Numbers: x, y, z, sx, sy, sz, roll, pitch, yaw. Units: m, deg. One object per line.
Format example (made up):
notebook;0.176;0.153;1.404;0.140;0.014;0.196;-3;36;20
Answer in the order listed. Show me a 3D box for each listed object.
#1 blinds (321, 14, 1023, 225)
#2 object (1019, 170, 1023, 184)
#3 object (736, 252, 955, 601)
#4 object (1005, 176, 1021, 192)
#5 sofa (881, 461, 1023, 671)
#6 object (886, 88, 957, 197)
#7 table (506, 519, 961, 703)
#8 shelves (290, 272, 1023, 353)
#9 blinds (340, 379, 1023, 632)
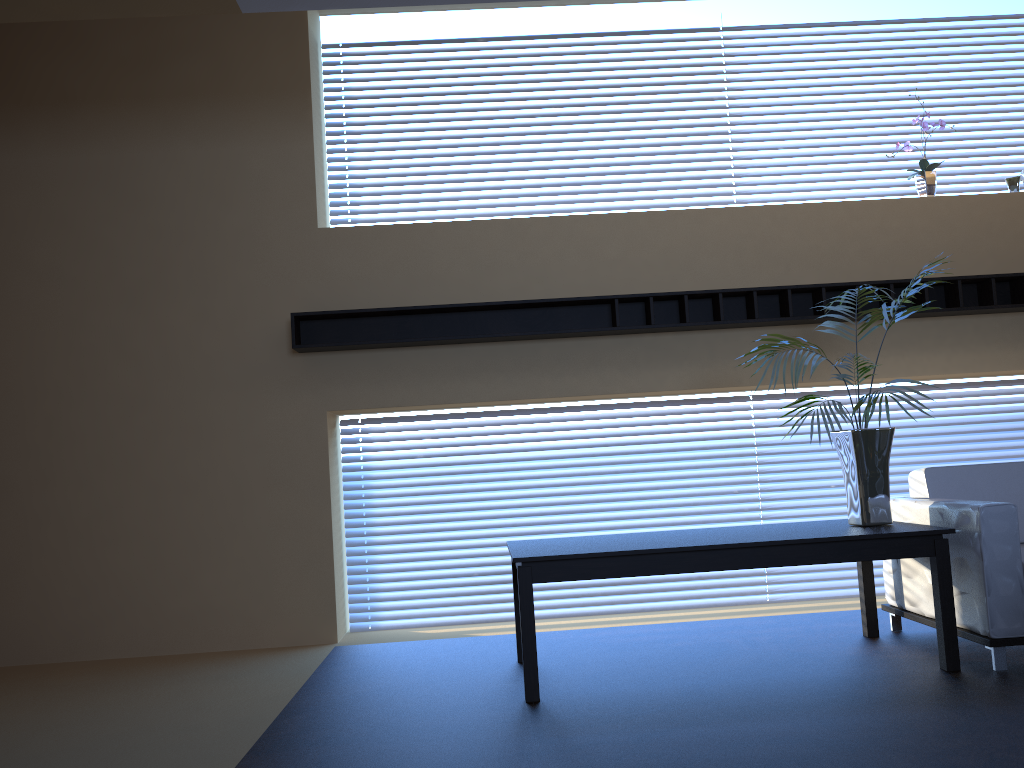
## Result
blinds;1.450;-1.809;6.011;5.391;1.458;0.039;-3;-4;-2
object;3.384;-1.307;5.756;0.133;0.159;0.126;-5;-5;18
object;1.820;0.391;4.794;1.040;1.856;1.898;-5;-5;18
object;3.254;-1.276;5.749;0.090;0.113;0.094;-7;-5;33
sofa;2.987;0.773;4.268;2.056;0.847;1.016;-3;-5;-2
object;2.699;-1.534;5.751;0.437;0.694;0.352;-2;-5;-23
table;0.951;1.017;4.173;1.894;0.602;0.899;-3;-5;-2
shelves;2.014;-0.550;4.946;6.621;0.213;1.252;-3;-5;-2
blinds;1.611;0.752;5.832;5.391;1.365;0.047;-3;-4;-2
